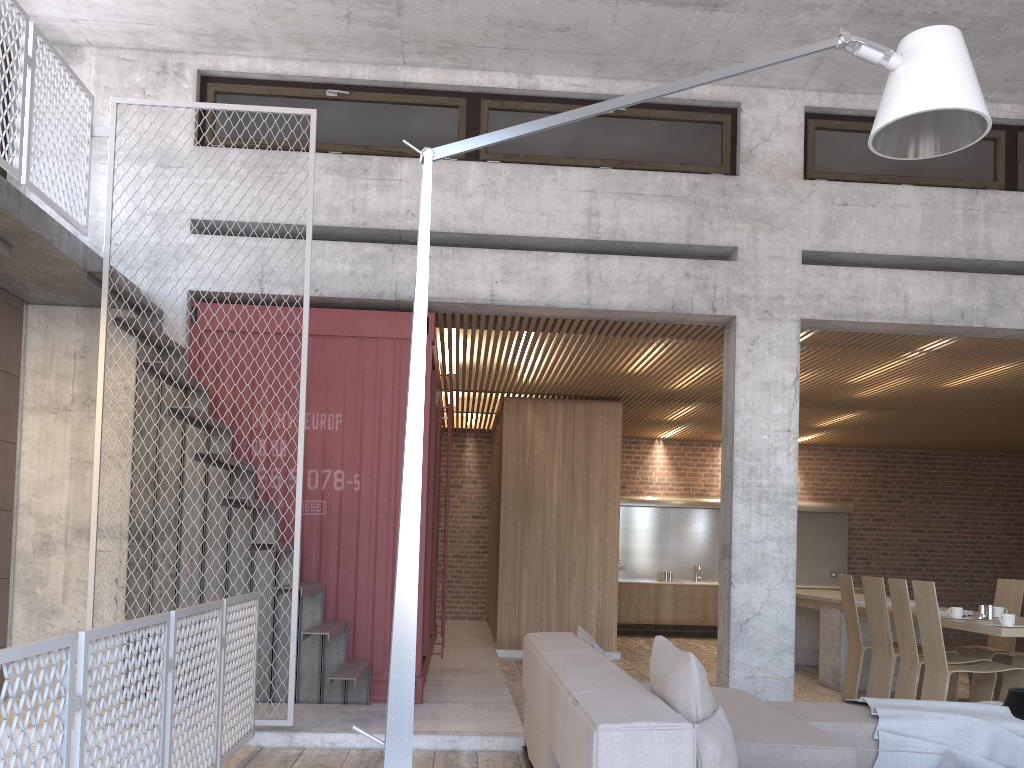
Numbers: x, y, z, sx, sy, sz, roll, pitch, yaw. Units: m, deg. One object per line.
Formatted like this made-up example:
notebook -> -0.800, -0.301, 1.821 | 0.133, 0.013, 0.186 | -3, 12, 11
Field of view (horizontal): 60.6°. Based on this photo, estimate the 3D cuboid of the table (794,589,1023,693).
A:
table -> 3.792, 2.649, 8.812 | 1.012, 0.908, 5.270 | 2, -10, -3

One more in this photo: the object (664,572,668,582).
object -> 2.499, 3.119, 14.203 | 0.060, 0.158, 0.060 | 1, -3, 12

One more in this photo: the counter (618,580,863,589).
counter -> 3.588, 3.246, 14.200 | 4.077, 0.020, 0.663 | 2, -11, -3

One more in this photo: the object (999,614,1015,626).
object -> 3.589, 1.713, 6.351 | 0.093, 0.087, 0.118 | -4, -9, 40

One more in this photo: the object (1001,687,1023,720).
object -> 2.961, 1.841, 5.072 | 0.299, 0.167, 0.306 | 4, -9, -16

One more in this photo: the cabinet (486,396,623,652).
cabinet -> 0.497, 2.063, 12.686 | 1.518, 3.089, 3.810 | 2, -7, -3

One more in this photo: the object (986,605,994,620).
object -> 3.822, 1.826, 7.014 | 0.052, 0.111, 0.053 | -2, -5, 42

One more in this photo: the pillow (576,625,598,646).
pillow -> 0.486, 1.746, 5.620 | 0.188, 0.362, 0.367 | 2, -6, 2

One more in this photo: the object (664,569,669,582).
object -> 2.534, 3.101, 14.206 | 0.144, 0.208, 0.053 | 2, -3, -3

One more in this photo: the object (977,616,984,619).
object -> 3.741, 1.869, 7.009 | 0.051, 0.019, 0.051 | 5, -10, -20

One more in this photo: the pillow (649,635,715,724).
pillow -> 0.663, 1.273, 3.382 | 0.221, 0.550, 0.571 | 2, -6, -1

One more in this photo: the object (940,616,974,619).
object -> 3.592, 1.892, 7.087 | 0.186, 0.014, 0.188 | 5, -11, -17

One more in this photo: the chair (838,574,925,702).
chair -> 3.425, 2.369, 8.107 | 0.722, 1.183, 0.352 | 2, -3, 2

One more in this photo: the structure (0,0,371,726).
structure -> -2.442, 0.091, 4.909 | 3.037, 4.267, 3.730 | 2, -6, -3

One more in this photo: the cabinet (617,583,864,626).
cabinet -> 3.585, 2.918, 14.424 | 4.115, 2.055, 1.087 | 2, -4, -3

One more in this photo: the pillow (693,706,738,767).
pillow -> 0.709, 1.347, 3.086 | 0.151, 0.372, 0.373 | 0, -6, 29

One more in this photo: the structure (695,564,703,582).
structure -> 3.074, 3.175, 14.350 | 0.115, 0.471, 0.250 | 2, -4, -3

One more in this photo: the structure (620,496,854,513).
structure -> 3.613, 1.989, 14.469 | 4.077, 0.155, 0.211 | 2, -8, -3

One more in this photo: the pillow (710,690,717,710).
pillow -> 0.748, 1.428, 3.642 | 0.170, 0.368, 0.380 | 4, -7, -30

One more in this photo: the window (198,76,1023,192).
window -> 1.741, -1.957, 7.162 | 8.436, 0.604, 0.114 | 2, -2, -4

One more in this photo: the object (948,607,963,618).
object -> 3.585, 1.848, 7.078 | 0.093, 0.087, 0.118 | -4, -9, 40

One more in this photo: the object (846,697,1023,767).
object -> 2.783, 2.101, 5.066 | 1.596, 0.497, 1.061 | -1, -9, 15

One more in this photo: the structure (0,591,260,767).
structure -> -2.482, 1.372, 3.440 | 1.926, 0.921, 4.499 | 2, -10, -3

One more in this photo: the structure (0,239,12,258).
structure -> -3.538, 0.501, 4.231 | 1.006, 3.779, 2.657 | 2, -5, -3

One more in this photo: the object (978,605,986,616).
object -> 3.785, 1.835, 7.059 | 0.052, 0.108, 0.053 | -2, -5, 42

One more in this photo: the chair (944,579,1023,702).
chair -> 4.325, 2.406, 8.162 | 0.723, 1.183, 0.351 | 2, -3, -9

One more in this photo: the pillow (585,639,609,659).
pillow -> 0.529, 1.710, 5.227 | 0.187, 0.354, 0.375 | 2, -7, -4

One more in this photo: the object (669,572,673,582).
object -> 2.569, 3.122, 14.208 | 0.060, 0.158, 0.060 | 1, -3, 12

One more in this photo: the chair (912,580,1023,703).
chair -> 3.434, 2.085, 6.587 | 0.722, 1.183, 0.352 | 2, -3, 0

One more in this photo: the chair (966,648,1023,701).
chair -> 4.416, 2.315, 7.661 | 0.722, 1.183, 0.351 | 2, -3, -3

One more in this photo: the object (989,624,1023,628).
object -> 3.596, 1.757, 6.360 | 0.186, 0.014, 0.188 | 5, -11, -17

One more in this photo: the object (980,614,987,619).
object -> 3.764, 1.854, 6.999 | 0.051, 0.045, 0.051 | 0, -7, 15

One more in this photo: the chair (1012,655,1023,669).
chair -> 4.529, 2.225, 7.161 | 0.722, 1.183, 0.351 | 2, -3, -8

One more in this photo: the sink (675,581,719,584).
sink -> 3.052, 3.294, 14.132 | 0.729, 0.189, 0.531 | 2, -10, -3

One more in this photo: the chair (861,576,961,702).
chair -> 3.449, 2.275, 7.601 | 0.722, 1.183, 0.351 | 2, -3, -6

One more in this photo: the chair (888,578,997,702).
chair -> 3.465, 2.181, 7.095 | 0.722, 1.183, 0.352 | 2, -3, 2

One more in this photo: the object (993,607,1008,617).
object -> 4.105, 1.927, 7.399 | 0.117, 0.087, 0.094 | 6, -8, -29

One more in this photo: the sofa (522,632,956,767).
sofa -> 1.653, 1.802, 4.371 | 3.011, 0.776, 3.045 | 2, -10, -3

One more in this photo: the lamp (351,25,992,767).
lamp -> 0.532, 0.262, 3.304 | 2.634, 3.392, 0.760 | 3, -3, -16

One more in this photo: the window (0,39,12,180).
window -> -3.765, -1.983, 4.860 | 0.110, 1.722, 3.622 | 2, -9, -3
